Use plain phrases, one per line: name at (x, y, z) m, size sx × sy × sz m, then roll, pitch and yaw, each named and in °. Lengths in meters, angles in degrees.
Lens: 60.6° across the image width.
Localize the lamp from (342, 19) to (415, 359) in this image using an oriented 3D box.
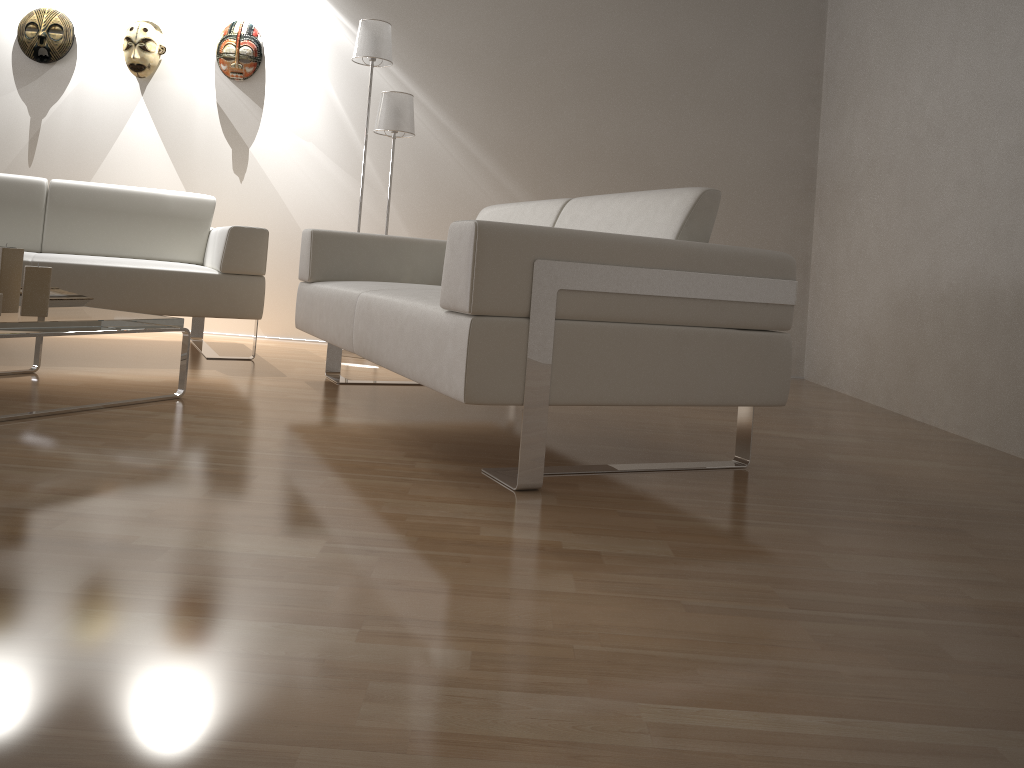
lamp at (-0.677, -0.971, 4.351) m, size 0.366 × 1.673 × 0.207 m, roll 4°, pitch -2°, yaw 20°

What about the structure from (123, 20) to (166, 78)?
structure at (-2.061, -1.865, 4.849) m, size 0.243 × 0.329 × 0.130 m, roll 4°, pitch -1°, yaw 0°

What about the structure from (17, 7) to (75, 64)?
structure at (-2.610, -1.947, 4.874) m, size 0.317 × 0.317 × 0.069 m, roll 4°, pitch -1°, yaw 0°

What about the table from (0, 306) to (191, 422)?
table at (-1.500, -0.092, 2.547) m, size 0.704 × 0.249 × 0.795 m, roll 7°, pitch 7°, yaw 24°

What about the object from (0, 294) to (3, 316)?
object at (-1.390, -0.215, 2.308) m, size 0.067 × 0.074 × 0.067 m, roll 4°, pitch 2°, yaw -15°

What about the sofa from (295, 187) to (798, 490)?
sofa at (-0.064, -0.265, 2.830) m, size 0.902 × 0.737 × 1.800 m, roll 3°, pitch 6°, yaw -25°

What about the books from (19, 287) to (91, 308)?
books at (-1.531, -0.281, 2.796) m, size 0.293 × 0.056 × 0.204 m, roll 6°, pitch 7°, yaw 15°

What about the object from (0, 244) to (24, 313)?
object at (-1.435, -0.301, 2.471) m, size 0.067 × 0.197 × 0.067 m, roll 4°, pitch -1°, yaw 25°

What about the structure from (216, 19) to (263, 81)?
structure at (-1.529, -1.871, 4.882) m, size 0.264 × 0.355 × 0.075 m, roll 4°, pitch -1°, yaw 0°

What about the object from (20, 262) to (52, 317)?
object at (-1.323, -0.265, 2.436) m, size 0.067 × 0.151 × 0.067 m, roll 5°, pitch 0°, yaw -31°

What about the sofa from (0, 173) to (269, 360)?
sofa at (-2.034, -0.535, 3.758) m, size 1.775 × 0.740 × 0.914 m, roll 2°, pitch 5°, yaw -25°
